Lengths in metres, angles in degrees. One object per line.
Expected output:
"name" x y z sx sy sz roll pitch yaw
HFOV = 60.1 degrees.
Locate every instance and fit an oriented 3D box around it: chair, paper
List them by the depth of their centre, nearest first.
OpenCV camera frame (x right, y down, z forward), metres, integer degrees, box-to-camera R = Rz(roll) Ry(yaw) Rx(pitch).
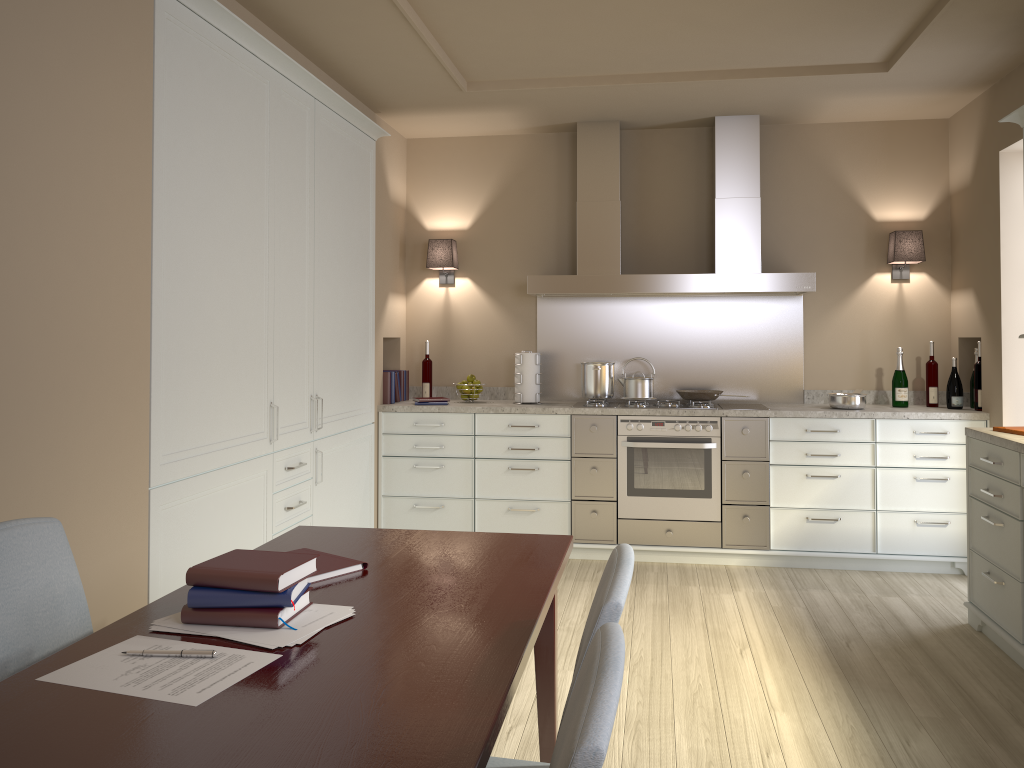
"chair" -0.124 0.719 1.021 0.505 0.829 0.399 0 -1 9
"paper" -0.539 0.438 1.368 0.290 0.001 0.210 1 3 19
"chair" -0.051 0.697 1.472 0.505 0.829 0.399 0 -1 9
"paper" -0.465 0.422 1.601 0.290 0.001 0.210 1 3 24
"paper" -0.465 0.424 1.601 0.290 0.001 0.210 1 3 19
"paper" -0.465 0.424 1.601 0.290 0.001 0.210 1 3 14
"paper" -0.465 0.423 1.601 0.290 0.001 0.210 2 3 29
"chair" -0.766 0.688 1.636 0.505 0.829 0.399 0 -1 9

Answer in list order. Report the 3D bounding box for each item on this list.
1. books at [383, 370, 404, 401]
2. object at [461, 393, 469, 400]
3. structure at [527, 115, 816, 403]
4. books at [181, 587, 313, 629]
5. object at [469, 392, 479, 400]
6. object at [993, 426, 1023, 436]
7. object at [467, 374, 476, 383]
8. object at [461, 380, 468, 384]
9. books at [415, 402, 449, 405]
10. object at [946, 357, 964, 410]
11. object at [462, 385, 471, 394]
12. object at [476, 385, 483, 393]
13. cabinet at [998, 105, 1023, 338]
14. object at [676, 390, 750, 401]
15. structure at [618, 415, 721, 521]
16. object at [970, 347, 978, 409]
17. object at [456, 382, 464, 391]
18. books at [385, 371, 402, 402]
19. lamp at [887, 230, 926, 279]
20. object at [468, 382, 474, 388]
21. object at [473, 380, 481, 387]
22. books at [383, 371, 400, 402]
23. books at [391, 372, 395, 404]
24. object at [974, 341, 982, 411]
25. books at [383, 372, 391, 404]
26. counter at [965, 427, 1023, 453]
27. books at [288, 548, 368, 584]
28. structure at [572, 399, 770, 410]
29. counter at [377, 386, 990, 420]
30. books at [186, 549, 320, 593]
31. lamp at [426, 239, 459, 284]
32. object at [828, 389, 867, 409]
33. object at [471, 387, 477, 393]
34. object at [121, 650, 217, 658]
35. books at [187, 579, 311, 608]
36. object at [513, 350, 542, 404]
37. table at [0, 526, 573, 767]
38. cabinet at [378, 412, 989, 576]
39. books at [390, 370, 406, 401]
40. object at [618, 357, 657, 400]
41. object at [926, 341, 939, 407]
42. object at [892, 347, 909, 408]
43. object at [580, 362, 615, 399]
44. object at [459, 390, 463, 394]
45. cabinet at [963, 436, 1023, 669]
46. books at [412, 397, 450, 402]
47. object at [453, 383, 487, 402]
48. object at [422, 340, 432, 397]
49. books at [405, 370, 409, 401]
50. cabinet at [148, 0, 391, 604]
"books" -0.731 0.011 5.325 0.164 0.183 0.032 0 -1 9
"object" -0.278 0.073 5.201 0.048 0.048 0.048 0 1 20
"structure" 0.887 -0.699 5.050 1.558 1.682 0.446 0 -1 9
"books" -0.481 0.405 1.622 0.183 0.032 0.164 0 3 9
"object" -0.222 0.068 5.197 0.061 0.056 0.059 -1 1 -36
"object" 2.132 0.187 3.505 0.350 0.020 0.200 0 3 -6
"object" -0.240 -0.030 5.221 0.055 0.056 0.055 0 1 9
"object" -0.281 0.000 5.221 0.044 0.043 0.040 0 1 24
"books" -0.457 0.108 5.047 0.183 0.017 0.165 0 3 -1
"object" 2.359 -0.004 4.714 0.083 0.278 0.083 -1 -1 30
"object" -0.264 0.033 5.166 0.058 0.058 0.058 0 1 -24
"object" -0.192 0.030 5.193 0.047 0.045 0.047 0 1 13
"cabinet" 2.044 -0.472 2.637 0.411 1.113 1.929 0 2 9
"object" 1.091 0.069 4.923 0.265 0.051 0.424 -1 3 -23
"structure" 0.875 0.480 4.951 0.540 0.697 0.579 0 0 9
"object" 2.512 -0.033 4.763 0.083 0.332 0.083 -1 -1 38
"object" -0.304 0.015 5.185 0.047 0.048 0.047 0 1 -28
"books" -0.743 0.014 5.235 0.164 0.182 0.092 0 -1 9
"lamp" 2.206 -0.724 4.964 0.169 0.259 0.192 0 0 9
"object" -0.239 0.008 5.190 0.040 0.038 0.040 0 1 -20
"object" -0.205 -0.003 5.171 0.047 0.045 0.047 0 1 10
"books" -0.748 0.017 5.203 0.166 0.183 0.091 0 -1 12
"books" -0.756 0.020 5.108 0.164 0.183 0.032 0 -1 9
"object" 2.437 -0.042 4.597 0.062 0.366 0.062 -1 -2 43
"books" -0.777 0.023 5.079 0.164 0.183 0.032 0 -1 9
"counter" 1.994 0.256 2.610 0.522 0.035 2.199 0 3 9
"books" -0.461 0.401 1.949 0.215 0.017 0.194 2 4 39
"structure" 0.872 0.107 4.925 1.048 0.031 0.398 0 3 9
"counter" 0.881 0.098 4.982 3.844 0.114 0.579 0 3 9
"books" -0.471 0.341 1.623 0.183 0.032 0.164 1 3 14
"lamp" -0.418 -0.746 5.390 0.169 0.259 0.192 0 0 9
"object" 1.864 0.081 4.791 0.370 0.090 0.198 -2 3 -39
"object" -0.222 0.035 5.160 0.039 0.040 0.040 0 1 1
"object" -0.549 0.430 1.414 0.158 0.012 0.011 0 1 4
"books" -0.477 0.373 1.623 0.183 0.032 0.165 0 3 -1
"object" 0.089 -0.041 5.115 0.168 0.304 0.163 0 0 -7
"table" -0.352 0.773 1.478 0.751 0.680 1.760 0 2 9
"cabinet" 0.875 0.540 4.983 3.205 0.795 0.642 0 0 9
"books" -0.723 0.008 5.356 0.164 0.183 0.032 0 -1 9
"object" 0.723 -0.034 5.056 0.209 0.237 0.209 0 1 43
"object" 2.305 -0.055 4.852 0.062 0.366 0.062 -1 -2 43
"object" 2.123 -0.037 4.838 0.083 0.332 0.083 -1 -1 38
"object" 0.494 -0.021 5.100 0.201 0.207 0.201 0 1 -33
"object" -0.289 0.033 5.244 0.054 0.055 0.053 0 1 -26
"cabinet" 2.033 0.661 2.583 0.638 0.794 2.220 0 2 9
"books" -0.464 0.090 5.063 0.183 0.017 0.164 -1 3 -21
"object" -0.247 0.052 5.213 0.206 0.109 0.206 -1 2 -36
"object" -0.509 -0.079 5.309 0.062 0.366 0.062 -1 -2 35
"books" -0.708 0.008 5.386 0.164 0.183 0.032 0 -1 9
"cabinet" -1.172 -0.177 3.858 0.612 2.342 2.343 0 1 9
